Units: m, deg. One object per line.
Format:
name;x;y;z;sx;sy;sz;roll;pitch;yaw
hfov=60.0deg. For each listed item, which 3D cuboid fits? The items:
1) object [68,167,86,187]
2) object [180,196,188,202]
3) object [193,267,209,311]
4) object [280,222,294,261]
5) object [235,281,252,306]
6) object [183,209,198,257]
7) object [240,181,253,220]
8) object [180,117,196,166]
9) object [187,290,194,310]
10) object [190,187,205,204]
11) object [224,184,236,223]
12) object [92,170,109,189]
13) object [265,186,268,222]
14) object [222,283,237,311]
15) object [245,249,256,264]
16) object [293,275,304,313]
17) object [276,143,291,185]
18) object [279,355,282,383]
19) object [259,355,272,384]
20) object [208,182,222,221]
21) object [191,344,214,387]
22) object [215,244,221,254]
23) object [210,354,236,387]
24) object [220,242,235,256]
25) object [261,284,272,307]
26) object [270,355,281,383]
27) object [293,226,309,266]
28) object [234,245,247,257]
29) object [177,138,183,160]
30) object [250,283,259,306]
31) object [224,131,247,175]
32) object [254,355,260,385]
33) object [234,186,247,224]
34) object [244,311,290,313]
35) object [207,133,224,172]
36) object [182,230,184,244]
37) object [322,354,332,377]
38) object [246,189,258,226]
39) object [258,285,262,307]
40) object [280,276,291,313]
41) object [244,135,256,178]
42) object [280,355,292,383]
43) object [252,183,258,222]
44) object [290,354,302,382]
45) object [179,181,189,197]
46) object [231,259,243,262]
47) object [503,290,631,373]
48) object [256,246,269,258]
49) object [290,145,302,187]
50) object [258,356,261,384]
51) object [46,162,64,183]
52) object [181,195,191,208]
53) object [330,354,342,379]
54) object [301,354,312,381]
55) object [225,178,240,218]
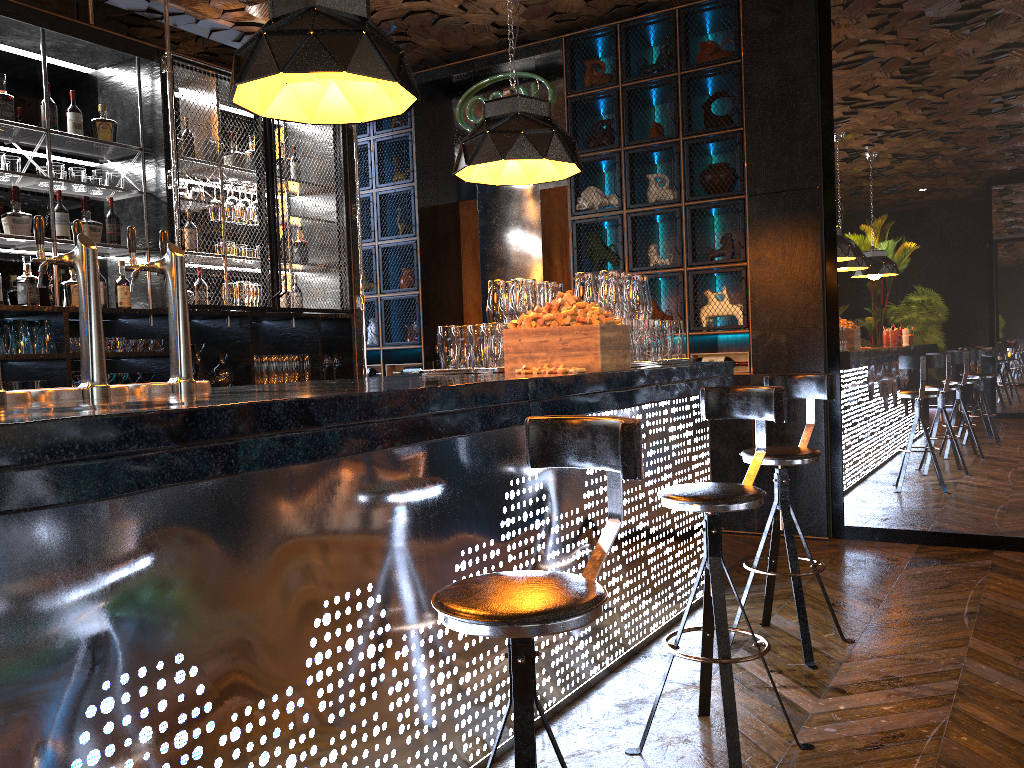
object;-2.404;-1.143;4.908;0.089;0.092;0.089;-1;2;31
object;-2.039;-1.175;5.466;0.089;0.092;0.089;-3;2;-33
object;-1.983;-0.596;5.644;0.086;0.299;0.086;-3;2;-10
object;-1.598;-0.996;6.284;0.086;0.299;0.086;-3;2;-10
object;-1.763;-0.565;5.823;0.105;0.209;0.105;-2;2;17
object;-2.031;-0.955;5.596;0.086;0.298;0.086;-3;2;-10
object;-1.756;-1.210;5.851;0.092;0.244;0.092;-1;2;26
object;-2.041;-1.526;5.577;0.086;0.297;0.086;-3;2;-10
object;-2.057;-0.577;5.491;0.123;0.279;0.123;-2;2;21
object;-1.971;-1.181;5.553;0.089;0.092;0.089;-2;2;-8
object;-1.897;-1.207;5.937;0.092;0.244;0.092;-1;2;26
object;-2.311;-1.149;4.986;0.089;0.092;0.089;-3;2;-19
object;-1.651;-1.219;6.024;0.092;0.244;0.092;-1;2;26
object;-1.864;-0.562;5.877;0.105;0.209;0.105;-2;2;17
object;-1.807;-0.880;6.111;0.089;0.092;0.089;-2;2;16
object;-1.548;-0.635;6.373;0.086;0.298;0.086;-3;2;-10
object;-1.616;-1.558;6.265;0.083;0.282;0.083;-4;3;-43
object;-1.576;-0.082;6.057;0.079;0.231;0.079;-1;2;33
object;-1.617;-0.073;5.817;0.079;0.231;0.079;-1;2;28
object;-1.954;-1.202;5.844;0.092;0.244;0.092;-1;2;26
object;-1.949;-0.091;5.514;0.170;0.313;0.170;-1;2;26
object;-1.901;-0.867;5.811;0.089;0.092;0.089;-2;2;-2
object;-1.826;-0.066;5.605;0.158;0.248;0.158;-1;2;26
object;-1.835;-0.866;5.726;0.089;0.092;0.089;-2;2;16
object;-1.646;-0.576;6.020;0.105;0.209;0.105;-2;2;17
object;-1.575;-0.077;5.890;0.079;0.231;0.079;-2;2;8
object;-1.524;-0.994;6.398;0.083;0.282;0.083;-1;3;42
object;-1.804;-0.873;5.886;0.089;0.092;0.089;-1;2;32
object;-2.105;-1.509;5.441;0.123;0.279;0.123;-1;2;40
object;-1.753;-0.569;5.959;0.105;0.209;0.105;-2;2;17
object;-1.847;-1.535;5.891;0.123;0.279;0.123;-1;2;35
object;-1.669;-0.068;5.729;0.079;0.231;0.079;-3;2;-23
object;-1.845;-1.212;6.022;0.092;0.244;0.092;-1;2;26
object;-1.729;-0.475;5.944;0.273;0.019;0.437;-1;2;32
object;-1.927;-1.530;5.757;0.083;0.282;0.083;-1;2;32
object;-2.099;-0.922;5.458;0.094;0.248;0.151;-1;2;40
object;-1.326;-0.096;6.278;0.101;0.227;0.101;-2;2;9
object;-1.791;-1.217;6.110;0.092;0.244;0.092;-1;2;26
object;-1.732;-0.574;6.087;0.105;0.209;0.105;-2;2;17
object;-1.602;-0.622;6.260;0.083;0.282;0.083;-2;2;17
object;-1.763;-1.545;6.024;0.083;0.282;0.083;-2;2;17
object;-1.523;-0.081;5.973;0.079;0.231;0.079;-3;2;-32
object;-1.705;-1.214;5.935;0.092;0.244;0.092;-1;2;26
object;-1.473;-0.086;6.049;0.079;0.231;0.079;-3;2;-23
object;-2.039;-1.195;5.465;0.089;0.092;0.089;-3;2;-33
object;-1.863;-0.875;6.004;0.089;0.092;0.089;-2;2;7
object;0.238;-0.221;3.669;0.464;0.332;0.340;-1;2;35
object;-1.677;-0.881;5.976;0.089;0.092;0.089;-2;2;16
object;-1.567;-1.572;6.398;0.086;0.298;0.086;-2;2;-5
object;-1.727;-0.074;5.984;0.079;0.231;0.079;-3;2;-26
object;-2.454;-1.136;4.769;0.089;0.092;0.089;-2;2;17
object;-2.098;-1.179;5.658;0.089;0.092;0.089;-3;2;-33
object;-1.286;-0.103;6.421;0.101;0.227;0.101;-2;2;9
object;-1.421;-0.091;6.137;0.079;0.231;0.079;-1;2;28
object;-1.814;-1.204;5.757;0.092;0.244;0.092;-1;2;26
